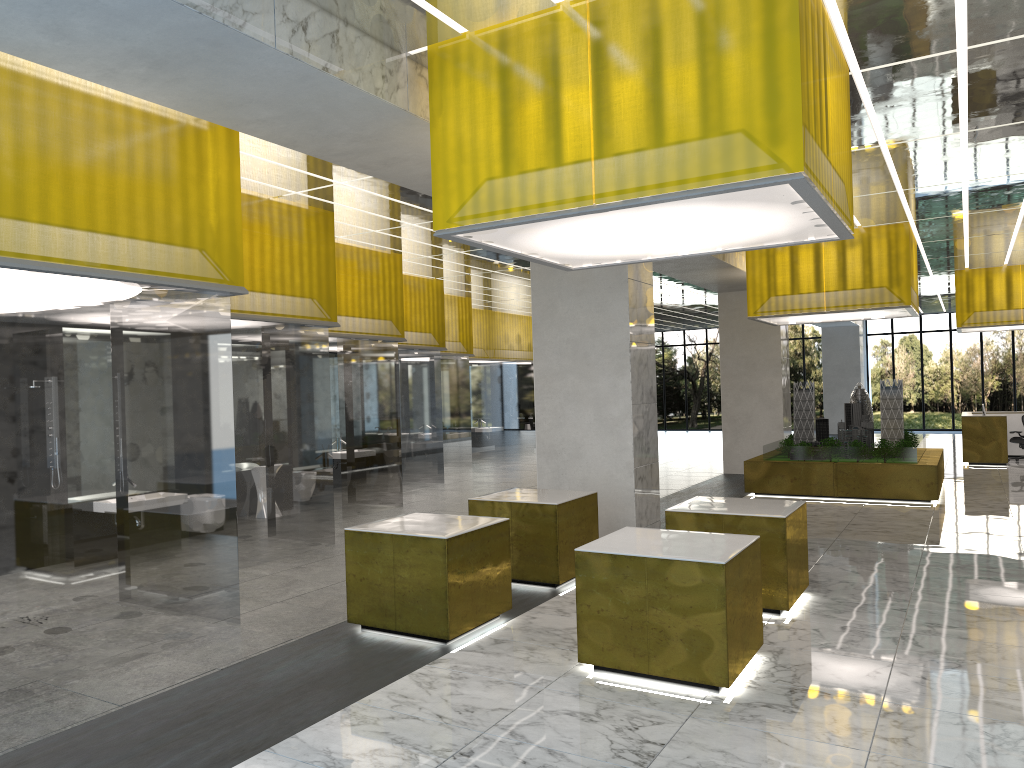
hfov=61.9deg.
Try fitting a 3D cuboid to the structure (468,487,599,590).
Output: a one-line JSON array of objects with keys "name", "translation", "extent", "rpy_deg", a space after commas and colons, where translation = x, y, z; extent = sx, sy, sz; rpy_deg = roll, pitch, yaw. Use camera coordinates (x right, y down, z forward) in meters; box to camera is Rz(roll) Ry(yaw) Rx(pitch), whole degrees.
[{"name": "structure", "translation": [0.328, 2.158, 12.102], "extent": [1.440, 1.173, 1.367], "rpy_deg": [-2, 0, 31]}]

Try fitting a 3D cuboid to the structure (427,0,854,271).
[{"name": "structure", "translation": [1.380, -2.595, 8.506], "extent": [3.433, 2.269, 3.071], "rpy_deg": [-2, 0, 31]}]

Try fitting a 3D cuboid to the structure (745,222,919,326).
[{"name": "structure", "translation": [7.527, -2.680, 19.974], "extent": [3.434, 2.269, 3.072], "rpy_deg": [-2, 0, 31]}]

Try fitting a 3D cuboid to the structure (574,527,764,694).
[{"name": "structure", "translation": [1.520, 2.093, 8.132], "extent": [1.440, 1.173, 1.367], "rpy_deg": [-2, 0, 31]}]

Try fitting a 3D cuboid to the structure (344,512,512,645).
[{"name": "structure", "translation": [-0.934, 2.175, 9.747], "extent": [1.440, 1.173, 1.367], "rpy_deg": [-2, 0, 31]}]

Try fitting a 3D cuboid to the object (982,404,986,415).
[{"name": "object", "translation": [14.930, 0.959, 26.715], "extent": [0.581, 0.667, 0.710], "rpy_deg": [-2, 0, 30]}]

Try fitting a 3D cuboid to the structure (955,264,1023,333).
[{"name": "structure", "translation": [15.560, -2.859, 26.214], "extent": [3.433, 2.269, 2.952], "rpy_deg": [-2, 0, 31]}]

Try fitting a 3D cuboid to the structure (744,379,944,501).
[{"name": "structure", "translation": [8.266, 1.193, 21.009], "extent": [4.084, 2.571, 4.874], "rpy_deg": [-2, 0, 30]}]

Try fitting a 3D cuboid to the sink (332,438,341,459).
[{"name": "sink", "translation": [-4.614, 1.910, 24.171], "extent": [0.923, 1.053, 1.313], "rpy_deg": [-2, 0, 30]}]

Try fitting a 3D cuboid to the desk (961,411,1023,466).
[{"name": "desk", "translation": [15.734, 1.651, 26.180], "extent": [3.394, 1.508, 3.297], "rpy_deg": [-2, 0, 31]}]

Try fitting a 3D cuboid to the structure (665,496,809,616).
[{"name": "structure", "translation": [2.785, 2.076, 10.491], "extent": [1.440, 1.173, 1.367], "rpy_deg": [-2, 0, 31]}]

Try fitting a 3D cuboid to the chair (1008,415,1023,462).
[{"name": "chair", "translation": [15.784, 1.643, 25.984], "extent": [0.979, 1.493, 1.183], "rpy_deg": [-2, 0, -36]}]
